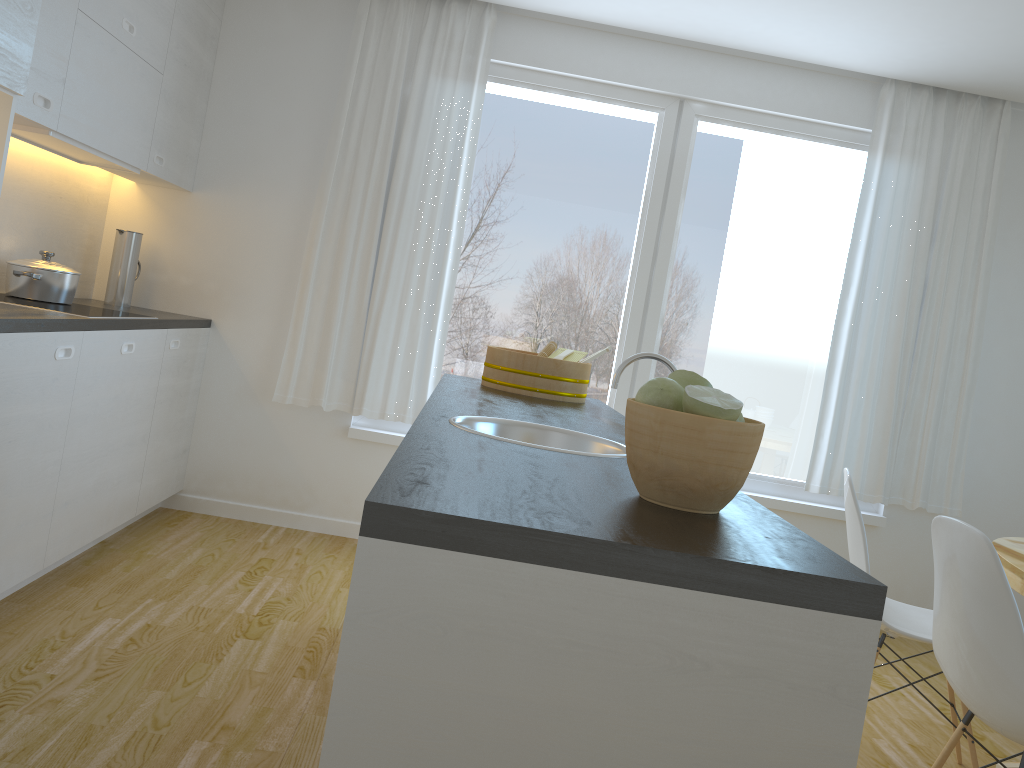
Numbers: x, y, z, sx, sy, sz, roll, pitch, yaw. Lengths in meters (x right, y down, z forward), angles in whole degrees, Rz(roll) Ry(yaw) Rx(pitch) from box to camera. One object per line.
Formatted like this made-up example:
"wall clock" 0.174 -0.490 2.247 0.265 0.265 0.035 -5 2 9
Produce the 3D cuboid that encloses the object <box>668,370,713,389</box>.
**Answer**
"object" 0.278 0.015 1.394 0.078 0.072 0.074 11 2 22

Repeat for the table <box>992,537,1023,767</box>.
"table" 1.980 1.019 2.196 1.192 0.724 2.195 10 3 -4

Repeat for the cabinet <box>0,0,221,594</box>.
"cabinet" -1.599 -0.539 2.750 0.481 2.298 3.208 10 2 -3

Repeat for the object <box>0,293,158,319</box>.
"object" -1.738 -0.295 3.351 0.561 0.013 0.655 10 4 -3

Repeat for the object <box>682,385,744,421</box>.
"object" 0.285 0.039 1.266 0.086 0.065 0.084 10 2 10

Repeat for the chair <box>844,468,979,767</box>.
"chair" 1.256 0.766 2.808 0.525 0.901 0.429 10 1 17

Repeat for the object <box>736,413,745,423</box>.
"object" 0.304 0.067 1.339 0.081 0.085 0.098 9 2 -38

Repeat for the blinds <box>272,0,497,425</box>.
"blinds" -0.587 -0.906 4.299 0.794 2.159 0.150 10 0 -3

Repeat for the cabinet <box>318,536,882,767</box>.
"cabinet" 0.000 0.582 2.195 0.600 0.909 2.406 10 3 -3

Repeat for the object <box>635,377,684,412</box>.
"object" 0.227 0.039 1.335 0.087 0.098 0.102 10 2 18

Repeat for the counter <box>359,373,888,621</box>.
"counter" 0.082 0.114 2.194 0.600 0.040 2.406 10 4 -3

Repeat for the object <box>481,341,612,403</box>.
"object" 0.104 -0.072 3.171 0.380 0.214 0.428 11 3 26

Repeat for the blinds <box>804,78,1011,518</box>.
"blinds" 2.036 -0.456 4.405 0.794 2.159 0.150 10 0 -2

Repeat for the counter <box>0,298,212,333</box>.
"counter" -1.738 -0.277 3.347 0.600 0.040 2.005 10 4 -3

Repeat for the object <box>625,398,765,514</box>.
"object" 0.263 0.109 1.326 0.204 0.142 0.207 8 3 -41

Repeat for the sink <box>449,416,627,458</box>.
"sink" 0.051 0.183 1.878 0.406 0.157 0.402 12 4 39

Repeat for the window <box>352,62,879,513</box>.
"window" 0.702 -0.512 4.547 2.725 1.918 0.088 10 0 -2

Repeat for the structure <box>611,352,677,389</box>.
"structure" 0.288 0.042 1.859 0.162 0.215 0.097 10 1 -2
